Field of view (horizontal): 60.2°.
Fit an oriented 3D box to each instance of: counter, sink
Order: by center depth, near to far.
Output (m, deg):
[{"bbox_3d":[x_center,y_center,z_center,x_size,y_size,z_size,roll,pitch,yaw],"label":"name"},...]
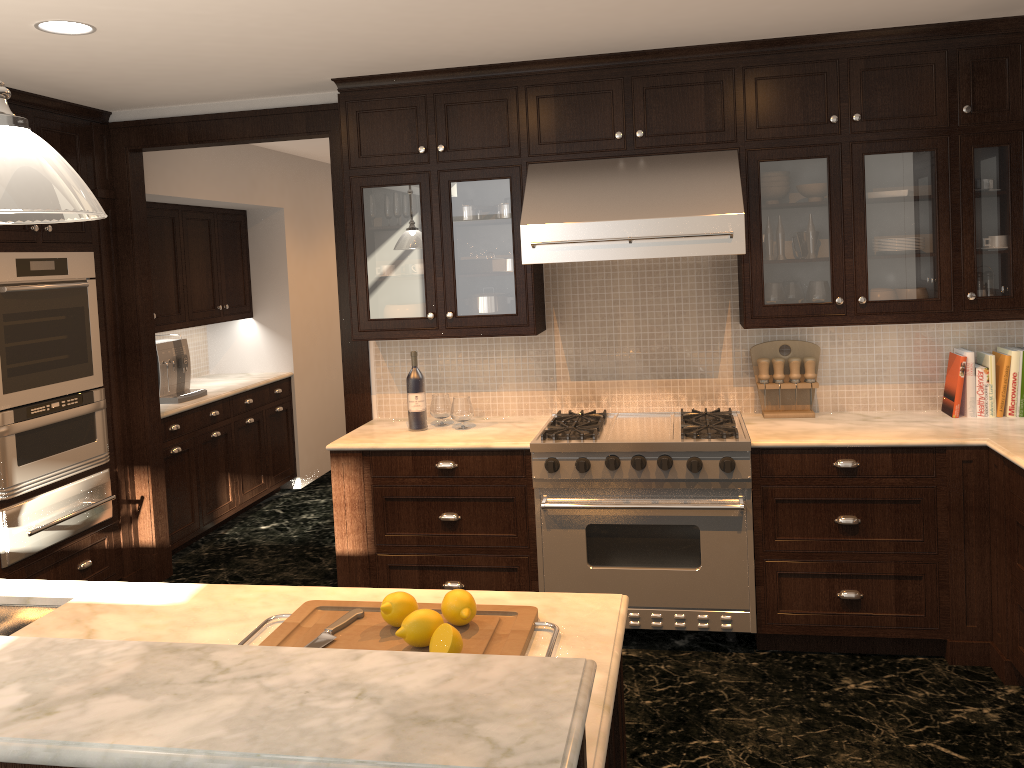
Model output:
[{"bbox_3d":[-1.300,0.483,1.461,2.852,0.032,0.331,-1,8,11],"label":"counter"},{"bbox_3d":[-1.230,0.611,1.827,2.866,0.032,1.063,-1,8,11],"label":"counter"},{"bbox_3d":[-1.493,0.707,2.104,0.799,0.211,0.462,-1,7,11],"label":"sink"},{"bbox_3d":[0.716,0.330,3.128,3.365,0.032,2.335,-1,8,11],"label":"counter"},{"bbox_3d":[-2.199,0.069,5.940,0.708,0.032,1.872,-1,8,11],"label":"counter"}]

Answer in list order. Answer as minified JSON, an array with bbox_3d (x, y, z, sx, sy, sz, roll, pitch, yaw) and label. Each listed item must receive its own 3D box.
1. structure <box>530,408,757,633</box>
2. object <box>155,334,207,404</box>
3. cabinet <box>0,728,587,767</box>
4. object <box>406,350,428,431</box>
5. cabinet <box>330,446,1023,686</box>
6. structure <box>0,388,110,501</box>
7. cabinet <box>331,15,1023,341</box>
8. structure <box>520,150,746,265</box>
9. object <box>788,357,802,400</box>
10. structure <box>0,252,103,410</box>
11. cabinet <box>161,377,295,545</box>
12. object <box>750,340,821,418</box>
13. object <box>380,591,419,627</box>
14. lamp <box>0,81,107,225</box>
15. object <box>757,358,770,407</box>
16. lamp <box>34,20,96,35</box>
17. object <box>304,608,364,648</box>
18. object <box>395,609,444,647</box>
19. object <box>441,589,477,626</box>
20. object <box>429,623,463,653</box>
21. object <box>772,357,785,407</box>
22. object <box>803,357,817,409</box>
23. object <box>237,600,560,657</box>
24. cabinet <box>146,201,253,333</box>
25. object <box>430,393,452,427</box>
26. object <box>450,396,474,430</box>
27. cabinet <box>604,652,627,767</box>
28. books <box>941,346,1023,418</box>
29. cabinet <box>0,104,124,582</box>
[{"bbox_3d":[0.601,0.582,3.996,0.905,0.834,0.724,-2,5,11],"label":"structure"},{"bbox_3d":[-2.228,-0.097,5.610,0.447,0.404,0.346,-2,5,11],"label":"object"},{"bbox_3d":[-1.306,0.574,1.467,2.834,0.152,0.295,-1,7,11],"label":"cabinet"},{"bbox_3d":[-0.455,0.030,4.186,0.094,0.376,0.095,-1,3,26],"label":"object"},{"bbox_3d":[0.739,0.784,3.150,3.365,0.876,2.335,-1,8,11],"label":"cabinet"},{"bbox_3d":[-2.498,0.277,4.314,0.664,0.386,0.769,-1,7,11],"label":"structure"},{"bbox_3d":[0.668,-0.737,3.079,3.364,1.248,2.327,-1,7,11],"label":"cabinet"},{"bbox_3d":[0.539,-0.800,3.954,0.930,0.475,0.645,-1,6,11],"label":"structure"},{"bbox_3d":[1.305,-0.011,4.069,0.061,0.225,0.061,-4,3,-19],"label":"object"},{"bbox_3d":[-2.480,-0.276,4.279,0.613,0.697,0.764,-2,6,11],"label":"structure"},{"bbox_3d":[-1.858,0.450,5.897,0.057,0.741,1.807,-2,7,11],"label":"cabinet"},{"bbox_3d":[1.272,-0.025,4.084,0.316,0.348,0.111,-2,3,11],"label":"object"},{"bbox_3d":[-0.240,0.482,1.889,0.079,0.073,0.083,-3,6,-1],"label":"object"},{"bbox_3d":[-0.865,-0.662,1.447,0.317,0.779,0.319,-1,4,25],"label":"lamp"},{"bbox_3d":[1.170,-0.007,4.094,0.061,0.227,0.061,-3,3,-7],"label":"object"},{"bbox_3d":[-1.580,-1.323,3.115,0.197,0.136,0.199,-1,7,16],"label":"lamp"},{"bbox_3d":[-0.393,0.530,1.811,0.042,0.014,0.333,0,9,21],"label":"object"},{"bbox_3d":[-0.182,0.492,1.784,0.081,0.071,0.083,0,6,22],"label":"object"},{"bbox_3d":[-0.113,0.475,1.880,0.082,0.071,0.082,0,7,26],"label":"object"},{"bbox_3d":[-0.126,0.502,1.715,0.063,0.068,0.074,-5,6,-26],"label":"object"},{"bbox_3d":[1.235,-0.004,4.082,0.061,0.236,0.061,-4,3,-19],"label":"object"},{"bbox_3d":[1.371,-0.007,4.057,0.061,0.236,0.061,-4,3,-25],"label":"object"},{"bbox_3d":[-0.244,0.537,1.822,0.666,0.021,0.388,-1,8,11],"label":"object"},{"bbox_3d":[-2.377,-0.781,5.924,0.432,0.822,1.872,-2,7,11],"label":"cabinet"},{"bbox_3d":[-0.343,0.126,4.275,0.112,0.150,0.113,-3,5,3],"label":"object"},{"bbox_3d":[-0.235,0.136,4.166,0.112,0.150,0.113,-3,5,3],"label":"object"},{"bbox_3d":[-1.205,1.049,1.851,2.845,0.909,1.034,-1,6,11],"label":"cabinet"},{"bbox_3d":[2.232,-0.024,3.894,0.602,0.310,0.195,-1,4,10],"label":"books"},{"bbox_3d":[-2.596,-0.025,3.834,0.756,2.409,1.857,-2,5,11],"label":"cabinet"}]
